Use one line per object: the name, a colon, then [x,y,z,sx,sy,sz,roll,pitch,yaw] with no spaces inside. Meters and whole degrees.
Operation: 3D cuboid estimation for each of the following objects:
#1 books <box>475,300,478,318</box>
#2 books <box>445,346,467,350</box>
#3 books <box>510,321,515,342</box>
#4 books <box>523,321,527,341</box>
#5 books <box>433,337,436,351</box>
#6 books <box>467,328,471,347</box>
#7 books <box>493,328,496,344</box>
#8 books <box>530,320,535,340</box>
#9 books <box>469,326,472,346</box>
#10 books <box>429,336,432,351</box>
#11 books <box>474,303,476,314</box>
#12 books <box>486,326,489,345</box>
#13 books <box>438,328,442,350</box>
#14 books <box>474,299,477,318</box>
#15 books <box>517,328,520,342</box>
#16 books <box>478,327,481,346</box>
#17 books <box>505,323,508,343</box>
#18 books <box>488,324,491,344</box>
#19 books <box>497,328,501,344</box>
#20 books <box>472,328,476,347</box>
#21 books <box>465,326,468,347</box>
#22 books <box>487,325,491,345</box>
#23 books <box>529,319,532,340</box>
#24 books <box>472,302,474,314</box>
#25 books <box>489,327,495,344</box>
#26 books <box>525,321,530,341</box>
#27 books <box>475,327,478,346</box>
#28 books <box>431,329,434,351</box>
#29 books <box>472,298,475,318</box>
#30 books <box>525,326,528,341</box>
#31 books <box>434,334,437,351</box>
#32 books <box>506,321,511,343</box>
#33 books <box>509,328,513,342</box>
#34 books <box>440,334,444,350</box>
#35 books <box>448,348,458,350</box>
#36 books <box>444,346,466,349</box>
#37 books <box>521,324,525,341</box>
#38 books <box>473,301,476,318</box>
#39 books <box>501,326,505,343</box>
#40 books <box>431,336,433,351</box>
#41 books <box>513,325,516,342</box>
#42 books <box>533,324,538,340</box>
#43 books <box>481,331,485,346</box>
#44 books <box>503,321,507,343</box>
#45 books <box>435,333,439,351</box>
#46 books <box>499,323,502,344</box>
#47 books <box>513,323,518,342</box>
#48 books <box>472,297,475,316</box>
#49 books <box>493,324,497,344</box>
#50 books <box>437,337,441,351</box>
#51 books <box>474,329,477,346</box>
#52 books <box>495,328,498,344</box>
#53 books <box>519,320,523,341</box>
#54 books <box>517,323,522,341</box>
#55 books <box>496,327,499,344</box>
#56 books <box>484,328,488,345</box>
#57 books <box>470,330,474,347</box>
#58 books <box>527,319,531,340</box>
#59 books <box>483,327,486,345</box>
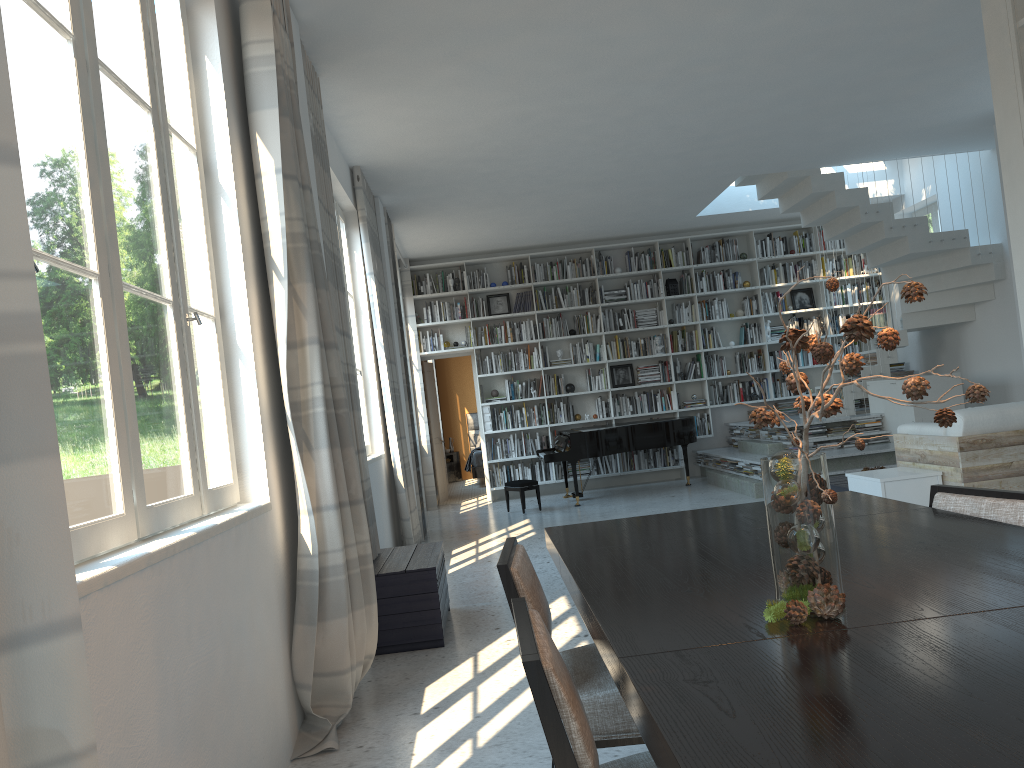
books: [-0.466,-0.968,11.576,0.010,0.249,0.166,-7,-1,-2]
books: [-0.732,-0.462,11.557,0.285,0.012,0.159,-6,-2,-5]
books: [0.010,-0.672,11.592,0.025,0.286,0.161,-7,-1,-2]
books: [0.167,-0.679,11.581,0.022,0.263,0.174,-7,-1,-2]
books: [-1.004,-0.510,11.539,0.024,0.193,0.181,-7,-1,-2]
books: [-0.563,-0.598,11.582,0.044,0.269,0.134,-7,-1,-2]
books: [-0.230,-0.617,11.586,0.012,0.230,0.149,-7,-1,-2]
books: [0.267,-0.691,11.588,0.035,0.264,0.177,-7,-1,-2]
books: [-0.537,-0.610,11.567,0.010,0.286,0.137,-7,-1,-2]
books: [-1.054,-0.514,11.562,0.023,0.214,0.140,-7,-1,-2]
books: [-0.479,-0.950,11.552,0.004,0.214,0.186,-7,-1,-2]
books: [-0.320,-0.618,11.567,0.014,0.252,0.187,-7,-1,-2]
books: [-0.932,-0.571,11.546,0.013,0.298,0.179,-7,-1,-2]
books: [-0.476,-0.973,11.566,0.009,0.260,0.184,-7,-1,-2]
books: [0.080,-0.630,11.595,0.022,0.186,0.136,-7,-1,-2]
books: [-0.425,-0.608,11.577,0.062,0.258,0.153,-7,-1,-2]
books: [-0.071,-0.656,11.570,0.023,0.271,0.187,-7,-1,-2]
books: [-0.290,-0.634,11.562,0.011,0.277,0.164,-7,-1,-2]
books: [-0.169,-0.617,11.572,0.031,0.217,0.173,-7,-1,-2]
books: [-0.495,-0.598,11.575,0.012,0.254,0.161,-7,-1,-2]
books: [-0.592,-0.603,11.560,0.012,0.285,0.159,-7,-1,-2]
books: [-0.306,-0.634,11.572,0.020,0.281,0.164,-7,-1,-2]
books: [0.237,-0.700,11.590,0.022,0.289,0.169,-7,-1,-2]
books: [-0.505,-0.958,11.575,0.005,0.238,0.154,-7,-1,-2]
books: [-0.260,-0.623,11.580,0.047,0.249,0.134,-7,-1,-2]
books: [0.203,-0.684,11.605,0.024,0.266,0.155,-7,-1,-2]
books: [-0.462,-0.607,11.559,0.012,0.263,0.180,-7,-1,-2]
books: [-1.028,-0.560,11.526,0.013,0.297,0.187,-7,-1,-2]
books: [-0.502,-0.978,11.575,0.005,0.277,0.146,-7,-1,-2]
books: [0.188,-0.653,11.594,0.013,0.206,0.172,-7,-1,-2]
books: [-0.990,-0.532,11.547,0.010,0.234,0.165,-7,-1,-2]
books: [-0.046,-0.666,11.566,0.030,0.285,0.185,-7,-1,-2]
books: [-0.011,-0.625,11.563,0.029,0.195,0.192,-7,-1,-2]
books: [-0.905,-0.530,11.533,0.029,0.211,0.187,-7,-1,-2]
books: [-0.731,-0.450,11.563,0.254,0.012,0.161,-7,-2,-2]
books: [-0.734,-0.474,11.559,0.285,0.012,0.159,-7,-2,0]
books: [0.143,-0.660,11.581,0.030,0.230,0.172,-7,-1,-2]
books: [-0.487,-0.956,11.562,0.009,0.228,0.184,-7,-1,-2]
books: [-0.119,-0.634,11.584,0.047,0.238,0.162,-7,-1,-2]
books: [-1.035,-0.512,11.542,0.011,0.206,0.163,-7,-1,-2]
books: [0.032,-0.648,11.581,0.013,0.232,0.171,-7,-1,-2]
books: [0.308,-0.665,11.564,0.039,0.202,0.236,-7,-1,-2]
books: [-0.377,-0.583,11.554,0.026,0.195,0.175,-7,-1,-2]
books: [-0.092,-0.669,11.588,0.014,0.304,0.151,-7,-1,-2]
books: [-0.973,-0.536,11.523,0.021,0.237,0.188,-7,-1,-2]
books: [-0.151,-0.647,11.578,0.014,0.272,0.180,-7,-1,-2]
books: [0.050,-0.664,11.596,0.029,0.260,0.157,-7,-1,-2]
books: [-0.498,-0.985,11.578,0.006,0.289,0.144,-7,-1,-2]
books: [-0.220,-0.641,11.583,0.012,0.277,0.150,-7,-1,-2]
books: [-0.947,-0.515,11.564,0.029,0.191,0.134,-7,-1,-2]
books: [-0.477,-0.590,11.567,0.022,0.232,0.151,-7,-1,-2]
books: [-0.203,-0.614,11.571,0.014,0.218,0.164,-7,-1,-2]
books: [0.119,-0.682,11.585,0.012,0.281,0.188,-7,-1,-2]
books: [0.097,-0.669,11.602,0.035,0.260,0.131,-7,-1,-2]
books: [-0.191,-0.621,11.578,0.011,0.229,0.170,-7,-1,-2]
books: [-0.341,-0.604,11.568,0.030,0.230,0.172,-7,-1,-2]
books: [-0.517,-0.582,11.531,0.021,0.224,0.232,-7,-1,-2]
books: [0.220,-0.699,11.577,0.012,0.291,0.182,-7,-1,-2]
books: [-0.363,-0.618,11.572,0.010,0.262,0.151,-7,-1,-2]
